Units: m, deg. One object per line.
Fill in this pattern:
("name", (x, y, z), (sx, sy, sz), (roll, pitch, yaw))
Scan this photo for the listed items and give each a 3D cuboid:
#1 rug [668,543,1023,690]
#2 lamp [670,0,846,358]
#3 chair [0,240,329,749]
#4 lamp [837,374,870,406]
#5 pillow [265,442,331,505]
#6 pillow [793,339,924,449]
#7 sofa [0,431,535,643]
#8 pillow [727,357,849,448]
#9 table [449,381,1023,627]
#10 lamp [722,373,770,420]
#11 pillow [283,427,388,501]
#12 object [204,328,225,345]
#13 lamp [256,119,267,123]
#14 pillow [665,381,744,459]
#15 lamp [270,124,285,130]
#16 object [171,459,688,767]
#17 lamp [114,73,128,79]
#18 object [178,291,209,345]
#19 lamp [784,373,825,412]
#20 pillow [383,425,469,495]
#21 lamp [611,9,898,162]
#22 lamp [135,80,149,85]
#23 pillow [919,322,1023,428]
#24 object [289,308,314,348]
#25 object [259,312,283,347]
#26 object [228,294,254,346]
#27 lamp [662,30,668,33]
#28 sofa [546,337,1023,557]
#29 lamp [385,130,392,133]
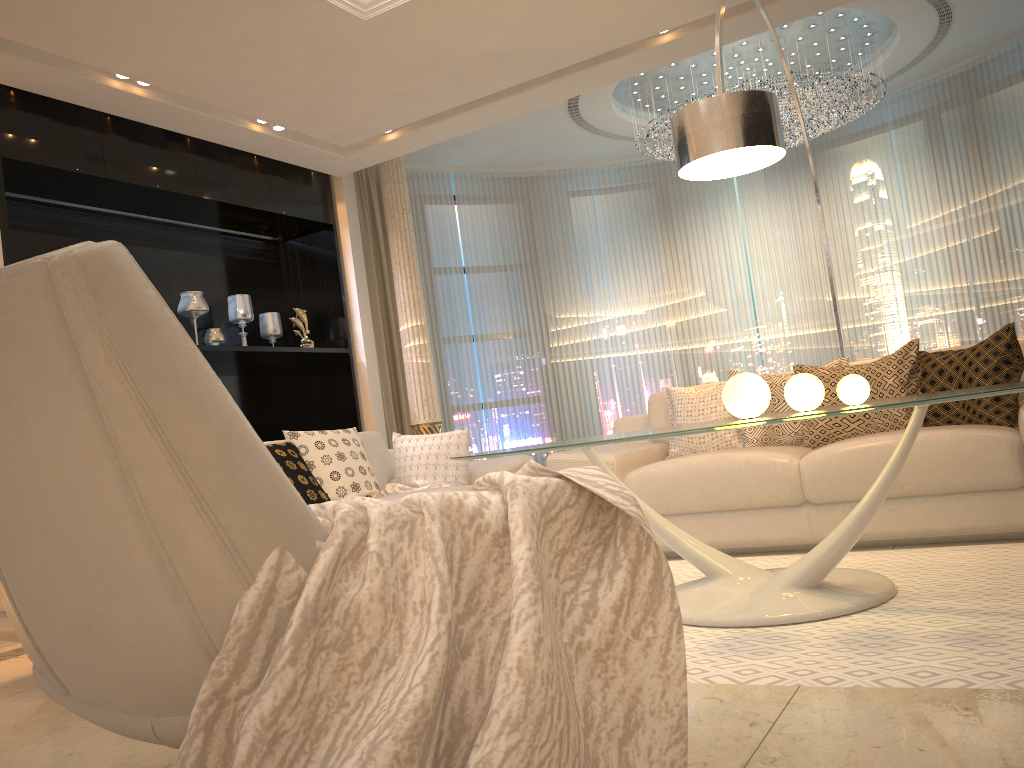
("rug", (0.815, 0.683, 2.793), (2.900, 0.020, 1.661), (-10, -4, 29))
("lamp", (1.248, -0.579, 3.975), (0.393, 2.519, 2.009), (-10, -4, 30))
("chair", (-0.477, 0.301, 1.659), (1.027, 0.991, 0.983), (-10, -4, 29))
("lamp", (0.995, 0.017, 2.584), (0.090, 0.091, 0.090), (-7, -3, -10))
("pillow", (-1.000, 0.408, 3.842), (0.323, 0.355, 0.524), (-10, -4, 30))
("pillow", (1.556, 0.059, 3.955), (0.575, 0.436, 0.301), (-10, -4, 36))
("sofa", (-0.902, 0.603, 3.861), (1.145, 0.754, 2.328), (-10, -4, 30))
("pillow", (1.320, 0.109, 4.176), (0.587, 0.429, 0.288), (-8, -3, 4))
("table", (0.759, 0.395, 2.830), (2.140, 0.565, 0.999), (-10, -4, 29))
("lamp", (0.724, 0.036, 2.739), (0.143, 0.143, 0.143), (-9, -3, 14))
("pillow", (-0.812, 0.391, 4.262), (0.255, 0.399, 0.526), (-10, -4, 30))
("object", (-1.898, -0.273, 5.660), (0.119, 0.154, 0.119), (-10, -4, 39))
("lamp", (-1.477, -1.613, 5.253), (0.107, 0.127, 0.107), (-8, -3, 11))
("pillow", (0.964, 0.169, 4.347), (0.463, 0.380, 0.222), (-10, -4, 34))
("lamp", (-1.416, -1.603, 5.367), (0.107, 0.127, 0.107), (-8, -3, 11))
("object", (-0.247, 0.465, 1.593), (0.972, 0.580, 1.347), (-6, -3, -23))
("lamp", (-1.945, -1.595, 4.433), (0.107, 0.127, 0.107), (-11, -4, 41))
("object", (-1.988, -0.382, 5.558), (0.181, 0.381, 0.181), (-9, -3, 24))
("lamp", (0.874, 0.025, 2.653), (0.115, 0.115, 0.115), (-6, -4, -35))
("pillow", (-0.446, 0.375, 4.386), (0.521, 0.325, 0.281), (-10, -4, 39))
("lamp", (1.837, -2.071, 6.709), (2.109, 0.685, 2.109), (-7, -3, -15))
("lamp", (-1.884, -1.597, 4.540), (0.107, 0.127, 0.107), (-8, -3, 11))
("pillow", (1.889, 0.001, 3.736), (0.301, 0.436, 0.575), (-6, -4, -29))
("object", (-1.459, -0.376, 6.168), (0.116, 0.293, 0.182), (-9, -4, 27))
("object", (-1.692, -0.338, 6.252), (0.147, 0.317, 0.147), (-10, -4, 32))
("object", (-1.833, -0.386, 6.034), (0.156, 0.426, 0.156), (-10, -4, 35))
("lamp", (0.800, -1.953, 4.759), (0.107, 0.127, 0.107), (-5, -4, -42))
("sofa", (1.421, 0.293, 4.024), (2.328, 0.754, 1.145), (-10, -4, 30))
("lamp", (-0.816, -1.679, 5.688), (0.107, 0.127, 0.107), (-8, -3, 11))
